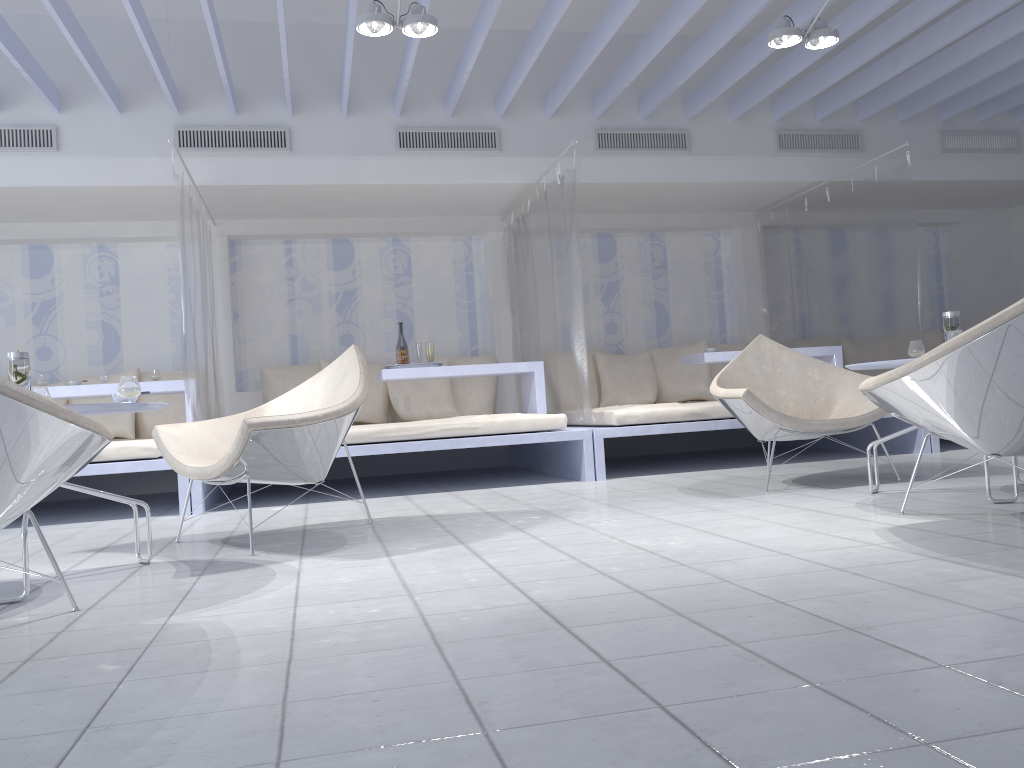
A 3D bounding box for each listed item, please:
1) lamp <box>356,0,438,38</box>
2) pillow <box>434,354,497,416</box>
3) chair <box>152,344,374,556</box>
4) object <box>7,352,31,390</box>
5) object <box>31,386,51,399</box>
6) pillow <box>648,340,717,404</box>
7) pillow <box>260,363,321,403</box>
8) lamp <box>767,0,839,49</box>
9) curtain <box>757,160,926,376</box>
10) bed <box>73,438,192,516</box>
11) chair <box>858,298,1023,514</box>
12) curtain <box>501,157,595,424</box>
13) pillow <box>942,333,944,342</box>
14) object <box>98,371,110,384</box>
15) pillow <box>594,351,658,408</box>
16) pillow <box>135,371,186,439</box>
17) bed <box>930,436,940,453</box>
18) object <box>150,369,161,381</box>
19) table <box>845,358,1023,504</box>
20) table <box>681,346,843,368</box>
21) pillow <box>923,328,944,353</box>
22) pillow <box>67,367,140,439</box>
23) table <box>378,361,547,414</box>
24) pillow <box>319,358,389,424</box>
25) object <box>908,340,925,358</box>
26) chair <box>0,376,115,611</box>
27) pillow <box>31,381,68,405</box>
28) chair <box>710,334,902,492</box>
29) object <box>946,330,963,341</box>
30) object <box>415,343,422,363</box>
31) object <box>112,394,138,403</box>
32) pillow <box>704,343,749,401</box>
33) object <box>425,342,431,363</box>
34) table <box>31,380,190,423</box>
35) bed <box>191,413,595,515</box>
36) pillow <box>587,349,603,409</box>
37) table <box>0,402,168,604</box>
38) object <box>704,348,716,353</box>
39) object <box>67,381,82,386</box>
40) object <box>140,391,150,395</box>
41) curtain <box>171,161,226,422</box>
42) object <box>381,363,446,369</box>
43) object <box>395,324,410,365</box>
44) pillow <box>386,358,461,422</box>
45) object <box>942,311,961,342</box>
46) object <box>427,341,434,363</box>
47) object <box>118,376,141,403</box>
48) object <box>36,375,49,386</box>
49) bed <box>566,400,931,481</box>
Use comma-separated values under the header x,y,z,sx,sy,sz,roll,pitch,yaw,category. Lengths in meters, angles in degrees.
x,y,z,sx,sy,sz,roll,pitch,yaw,category
-0.494,-1.765,3.921,0.380,0.218,0.587,-3,-2,-13,lamp
-0.371,0.023,6.941,0.572,0.510,0.231,-3,-2,-12,pillow
-0.887,0.220,3.512,0.753,0.759,0.906,-2,-2,-42,chair
-1.549,-0.008,2.790,0.075,0.189,0.075,-3,-2,-21,object
-1.636,0.054,3.074,0.068,0.091,0.068,-3,-2,-20,object
1.391,-0.090,7.299,0.537,0.527,0.233,-4,-2,8,pillow
-1.613,0.106,6.653,0.524,0.521,0.230,-3,-2,-11,pillow
1.543,-1.881,4.376,0.380,0.218,0.587,-3,-2,-13,lamp
2.363,-0.606,6.571,0.125,1.559,1.998,-3,-2,-14,curtain
-2.971,0.573,5.353,2.200,0.427,2.016,-3,-2,-13,bed
1.605,0.037,2.686,0.906,0.759,0.753,-4,-2,5,chair
0.207,-0.504,6.050,0.151,1.552,2.050,-3,-2,-13,curtain
3.962,-0.213,7.897,0.524,0.521,0.230,-3,-2,-15,pillow
-2.526,-0.035,5.493,0.068,0.091,0.068,-4,-2,13,object
0.911,-0.040,7.134,0.528,0.482,0.307,-3,-2,-8,pillow
-2.496,0.157,6.456,0.524,0.521,0.230,-3,-2,-15,pillow
3.487,0.203,6.795,2.200,0.427,2.016,-3,-2,-13,bed
-2.279,-0.046,5.669,0.068,0.091,0.068,-4,-2,13,object
1.768,0.163,3.487,0.823,0.534,0.825,-2,-2,-36,table
1.819,-0.013,6.446,1.065,0.450,0.416,-3,-2,-13,table
3.546,-0.213,7.780,0.537,0.527,0.233,-4,-2,8,pillow
-2.913,0.157,6.338,0.537,0.527,0.233,-4,-2,8,pillow
-0.339,0.111,5.964,1.065,0.450,0.416,-3,-2,-13,table
-1.189,0.058,6.723,0.537,0.527,0.233,-3,-2,-33,pillow
1.735,-0.139,3.803,0.068,0.091,0.068,-3,-2,-23,object
-1.352,0.201,1.861,0.906,0.759,0.753,-3,-2,-17,chair
-3.392,0.206,6.174,0.528,0.482,0.307,-3,-2,-8,pillow
1.397,0.100,4.394,0.906,0.759,0.753,-3,-2,-9,chair
1.625,-0.149,3.243,0.068,0.091,0.068,-3,-2,-23,object
-0.622,-0.190,5.957,0.059,0.174,0.059,-2,-2,-45,object
-1.296,0.054,2.974,0.082,0.043,0.082,-2,-2,-44,object
1.807,-0.090,7.416,0.524,0.521,0.230,-3,-2,-15,pillow
-0.558,-0.193,5.971,0.059,0.174,0.059,-2,-2,-45,object
-2.480,0.233,5.486,1.065,0.450,0.416,-3,-2,-13,table
-0.824,0.453,5.848,2.200,0.422,2.022,-3,-2,-13,bed
0.559,-0.031,7.149,0.572,0.510,0.231,-3,-2,-13,pillow
-1.497,0.350,2.760,0.823,0.534,0.825,-3,-2,-21,table
1.435,-0.237,6.420,0.082,0.043,0.082,-5,-2,39,object
-2.747,0.005,5.567,0.082,0.043,0.082,-5,-2,39,object
-1.272,0.033,2.993,0.012,0.016,0.098,-5,-2,44,object
-1.943,-0.359,5.610,0.125,1.559,1.998,-3,-2,-14,curtain
-0.654,-0.112,5.910,0.429,0.031,0.275,-3,-2,-11,object
-0.735,-0.257,5.912,0.092,0.302,0.092,-5,-2,45,object
-0.683,0.051,6.778,0.528,0.482,0.307,-3,-2,-17,pillow
1.759,-0.195,3.541,0.075,0.185,0.075,-5,-2,40,object
-0.538,-0.196,5.910,0.059,0.174,0.059,-2,-2,-45,object
-1.224,0.021,2.837,0.068,0.091,0.068,-4,-2,16,object
-2.928,-0.008,5.532,0.068,0.091,0.068,-4,-2,13,object
1.332,0.326,6.314,2.200,0.427,2.016,-3,-2,-13,bed
